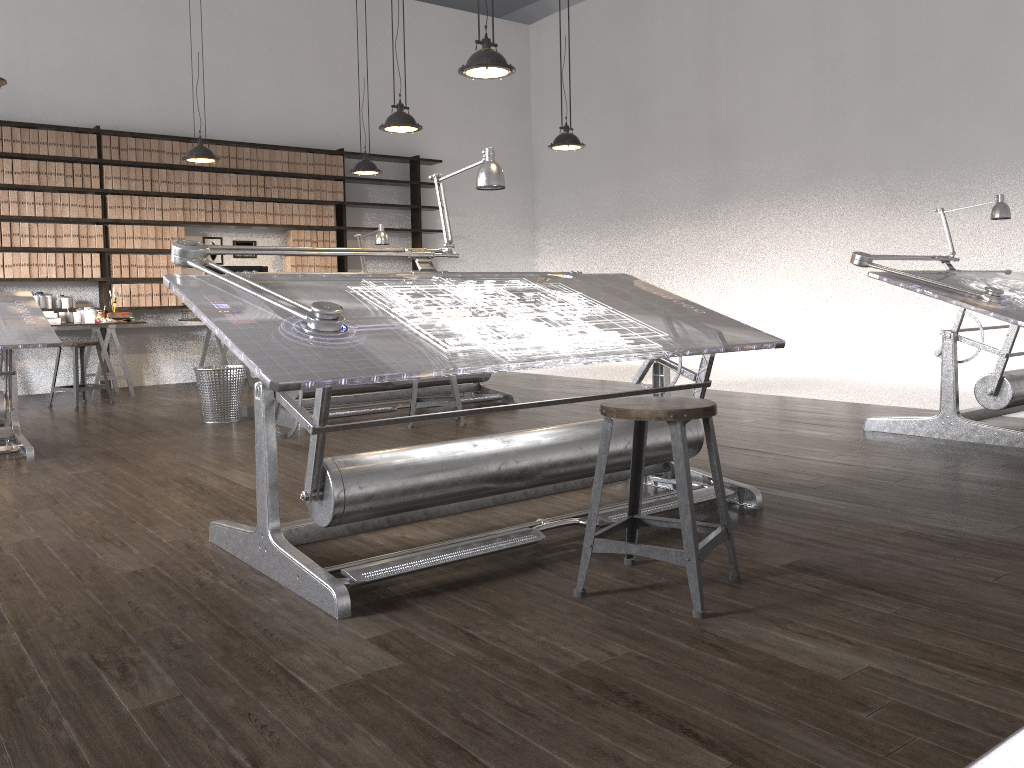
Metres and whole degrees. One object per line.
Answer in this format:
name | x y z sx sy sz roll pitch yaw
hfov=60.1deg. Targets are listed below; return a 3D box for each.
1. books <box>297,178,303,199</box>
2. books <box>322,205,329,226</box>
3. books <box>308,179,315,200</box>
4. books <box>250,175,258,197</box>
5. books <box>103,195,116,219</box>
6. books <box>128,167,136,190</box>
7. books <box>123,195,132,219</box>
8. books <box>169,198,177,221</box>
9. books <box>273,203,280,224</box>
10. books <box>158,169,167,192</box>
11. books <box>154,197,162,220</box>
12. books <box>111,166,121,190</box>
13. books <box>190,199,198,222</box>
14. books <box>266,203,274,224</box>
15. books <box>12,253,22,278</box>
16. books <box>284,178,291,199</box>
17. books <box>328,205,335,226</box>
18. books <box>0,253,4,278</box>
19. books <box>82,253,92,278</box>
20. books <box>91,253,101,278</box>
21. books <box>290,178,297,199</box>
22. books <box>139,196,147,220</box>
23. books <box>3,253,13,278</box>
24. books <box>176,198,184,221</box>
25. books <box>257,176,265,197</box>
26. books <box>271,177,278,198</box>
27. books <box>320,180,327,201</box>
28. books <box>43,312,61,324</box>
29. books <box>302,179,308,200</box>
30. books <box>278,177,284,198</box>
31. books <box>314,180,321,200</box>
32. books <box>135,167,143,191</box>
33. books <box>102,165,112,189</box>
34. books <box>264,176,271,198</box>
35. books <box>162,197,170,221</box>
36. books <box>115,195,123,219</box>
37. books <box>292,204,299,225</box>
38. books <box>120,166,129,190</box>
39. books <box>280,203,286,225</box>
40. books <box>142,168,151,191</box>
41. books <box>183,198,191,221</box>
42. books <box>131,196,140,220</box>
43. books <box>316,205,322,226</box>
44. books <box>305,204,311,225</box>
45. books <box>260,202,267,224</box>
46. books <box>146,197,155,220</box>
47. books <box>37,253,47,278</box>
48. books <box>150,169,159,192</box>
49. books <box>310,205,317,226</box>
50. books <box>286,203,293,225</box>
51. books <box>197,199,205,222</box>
books | -2.300 -2.069 9.445 0.067 0.225 0.175 -3 4 -37
books | -2.067 -1.823 9.634 0.067 0.225 0.174 -3 4 -37
books | -2.190 -2.079 9.525 0.067 0.225 0.175 -3 4 -37
books | -2.695 -2.030 9.145 0.067 0.225 0.175 -3 4 -37
books | -3.779 -1.656 8.321 0.067 0.225 0.175 -3 4 -37
books | -3.638 -1.938 8.421 0.067 0.225 0.175 -3 4 -37
books | -3.669 -1.666 8.400 0.067 0.225 0.175 -3 4 -37
books | -3.341 -1.699 8.657 0.067 0.225 0.175 -3 4 -37
books | -2.502 -1.780 9.297 0.067 0.225 0.174 -3 4 -37
books | -3.410 -1.960 8.592 0.067 0.225 0.174 -3 4 -37
books | -3.446 -1.688 8.572 0.067 0.225 0.175 -3 4 -37
books | -3.743 -1.927 8.335 0.067 0.225 0.175 -3 4 -37
books | -3.179 -1.714 8.783 0.067 0.225 0.174 -3 4 -37
books | -2.557 -1.774 9.250 0.067 0.225 0.175 -3 4 -37
books | -4.408 -1.048 7.857 0.067 0.225 0.175 -3 4 -37
books | -2.407 -2.058 9.365 0.067 0.225 0.175 -3 4 -37
books | -2.008 -1.828 9.673 0.067 0.225 0.174 -3 4 -37
books | -4.513 -1.038 7.772 0.067 0.225 0.175 -3 4 -37
books | -3.953 -1.092 8.201 0.067 0.225 0.175 -3 4 -37
books | -3.892 -1.098 8.250 0.067 0.225 0.175 -3 4 -37
books | -2.350 -2.063 9.401 0.067 0.225 0.175 -3 4 -37
books | -3.561 -1.677 8.492 0.067 0.225 0.174 -3 4 -37
books | -4.457 -1.043 7.818 0.067 0.225 0.175 -3 4 -37
books | -3.285 -1.703 8.694 0.067 0.225 0.175 -3 4 -37
books | -2.632 -2.036 9.186 0.067 0.225 0.175 -3 4 -37
books | -2.517 -2.047 9.275 0.067 0.225 0.174 -3 4 -37
books | -2.083 -2.090 9.614 0.067 0.225 0.174 -3 4 -37
books | -4.100 -0.587 7.702 0.295 0.147 0.386 -5 7 -37
books | -2.249 -2.073 9.482 0.067 0.225 0.175 -3 4 -37
books | -2.463 -2.053 9.322 0.067 0.225 0.174 -3 4 -37
books | -2.137 -2.084 9.570 0.067 0.225 0.175 -3 4 -37
books | -3.587 -1.943 8.462 0.067 0.225 0.175 -3 4 -37
books | -3.802 -1.922 8.294 0.067 0.225 0.174 -3 4 -37
books | -2.576 -2.042 9.236 0.067 0.225 0.175 -3 4 -37
books | -3.390 -1.693 8.618 0.067 0.225 0.175 -3 4 -37
books | -3.727 -1.660 8.355 0.067 0.225 0.175 -3 4 -37
books | -2.334 -1.796 9.423 0.067 0.225 0.175 -3 4 -37
books | -3.685 -1.933 8.379 0.067 0.225 0.175 -3 4 -37
books | -2.449 -1.786 9.343 0.067 0.225 0.174 -3 4 -37
books | -3.525 -1.948 8.503 0.067 0.225 0.175 -3 4 -37
books | -3.235 -1.709 8.739 0.067 0.225 0.175 -3 4 -37
books | -3.614 -1.672 8.446 0.067 0.225 0.174 -3 4 -37
books | -2.123 -1.818 9.590 0.067 0.225 0.175 -3 4 -37
books | -2.229 -1.807 9.508 0.067 0.225 0.175 -3 4 -37
books | -2.614 -1.769 9.207 0.067 0.225 0.175 -3 4 -37
books | -3.504 -1.683 8.532 0.067 0.225 0.175 -3 4 -37
books | -4.246 -1.064 7.983 0.067 0.225 0.174 -3 4 -37
books | -3.469 -1.955 8.553 0.067 0.225 0.175 -3 4 -37
books | -2.173 -1.812 9.545 0.067 0.225 0.175 -3 4 -37
books | -2.392 -1.791 9.383 0.067 0.225 0.175 -3 4 -37
books | -3.120 -1.720 8.822 0.067 0.225 0.174 -3 4 -37
